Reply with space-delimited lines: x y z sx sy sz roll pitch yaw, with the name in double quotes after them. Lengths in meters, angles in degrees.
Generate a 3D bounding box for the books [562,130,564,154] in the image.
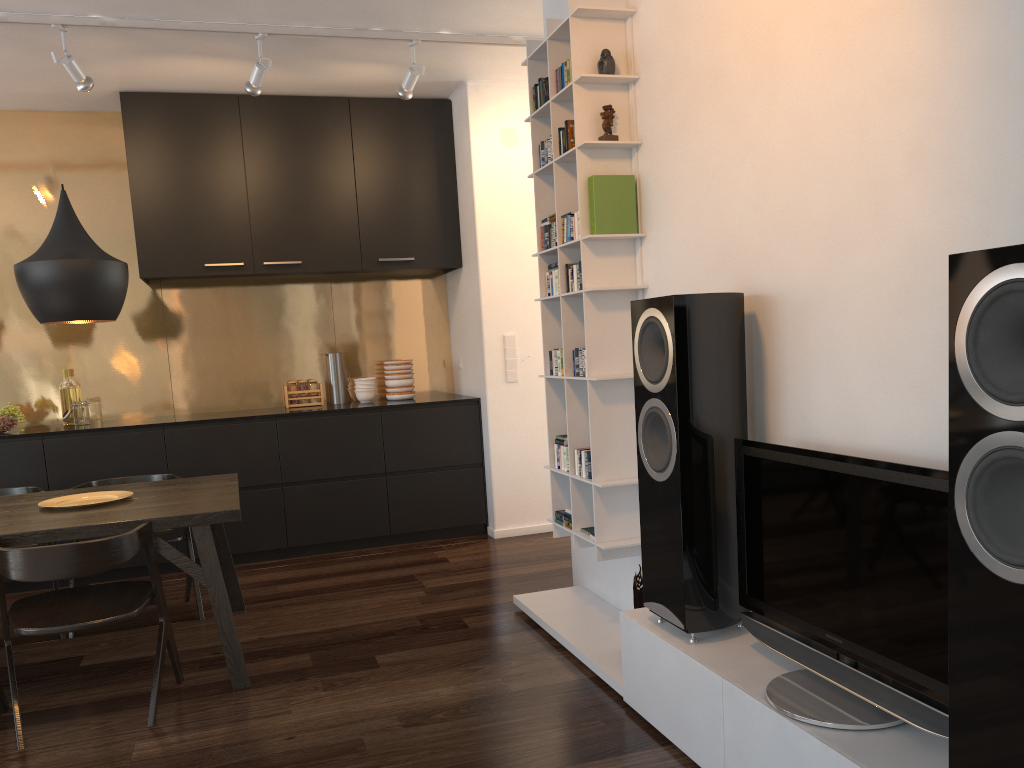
0.226 -0.918 3.366 0.069 0.093 0.013 -5 7 -17 "books"

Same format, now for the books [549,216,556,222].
0.199 -0.664 3.536 0.069 0.018 0.107 -4 3 -17 "books"

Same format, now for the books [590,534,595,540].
0.356 0.601 3.467 0.069 0.014 0.092 -4 3 -17 "books"

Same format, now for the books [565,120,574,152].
0.238 -0.930 3.326 0.074 0.116 0.028 -5 7 -17 "books"

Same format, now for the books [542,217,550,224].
0.167 -0.677 3.655 0.069 0.014 0.092 -4 3 -12 "books"

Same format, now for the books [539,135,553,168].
0.190 -0.936 3.565 0.108 0.113 0.221 -5 4 -17 "books"

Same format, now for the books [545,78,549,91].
0.173 -1.153 3.460 0.069 0.099 0.057 -5 6 -17 "books"

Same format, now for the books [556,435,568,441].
0.250 0.226 3.760 0.093 0.012 0.111 -4 3 -17 "books"

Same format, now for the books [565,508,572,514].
0.271 0.529 3.676 0.069 0.014 0.092 -4 3 -17 "books"

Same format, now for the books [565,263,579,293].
0.251 -0.416 3.495 0.074 0.116 0.028 -5 7 -17 "books"

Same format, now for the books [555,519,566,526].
0.236 0.591 3.800 0.074 0.015 0.098 -4 3 -17 "books"

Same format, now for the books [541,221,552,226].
0.170 -0.663 3.662 0.069 0.014 0.092 -4 3 -17 "books"

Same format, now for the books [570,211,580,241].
0.291 -0.601 3.338 0.122 0.113 0.136 -5 5 -17 "books"

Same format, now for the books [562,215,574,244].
0.249 -0.600 3.439 0.096 0.108 0.087 -5 5 -17 "books"

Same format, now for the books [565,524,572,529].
0.274 0.595 3.691 0.069 0.016 0.107 -4 3 -17 "books"

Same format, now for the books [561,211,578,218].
0.241 -0.656 3.425 0.069 0.008 0.107 -4 3 -17 "books"

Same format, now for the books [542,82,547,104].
0.158 -1.152 3.508 0.069 0.094 0.028 -5 7 -17 "books"

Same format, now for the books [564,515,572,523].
0.267 0.562 3.686 0.069 0.023 0.107 -4 3 -17 "books"

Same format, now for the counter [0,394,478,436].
-2.714 0.260 5.238 5.050 0.002 0.728 -4 3 -17 "counter"

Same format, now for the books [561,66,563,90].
0.219 -1.151 3.359 0.069 0.108 0.012 -5 7 -17 "books"

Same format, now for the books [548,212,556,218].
0.207 -0.679 3.536 0.093 0.015 0.111 -4 3 -17 "books"

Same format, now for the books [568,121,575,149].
0.247 -0.925 3.305 0.069 0.108 0.016 -5 7 -17 "books"

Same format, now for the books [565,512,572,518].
0.271 0.543 3.677 0.069 0.014 0.092 -4 3 -17 "books"

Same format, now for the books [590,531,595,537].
0.353 0.587 3.460 0.069 0.014 0.092 -4 3 -12 "books"

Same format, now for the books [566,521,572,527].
0.273 0.580 3.682 0.069 0.014 0.092 -4 3 -17 "books"

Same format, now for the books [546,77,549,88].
0.176 -1.153 3.452 0.069 0.099 0.057 -5 6 -17 "books"

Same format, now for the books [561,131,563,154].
0.222 -0.919 3.380 0.069 0.093 0.013 -5 7 -17 "books"

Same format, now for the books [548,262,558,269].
0.213 -0.492 3.679 0.096 0.022 0.111 -4 3 -17 "books"

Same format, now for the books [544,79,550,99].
0.171 -1.153 3.469 0.069 0.099 0.057 -5 6 -17 "books"

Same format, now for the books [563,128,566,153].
0.230 -0.919 3.350 0.069 0.094 0.020 -5 7 -17 "books"

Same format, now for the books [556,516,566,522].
0.236 0.576 3.799 0.069 0.014 0.092 -4 3 -17 "books"

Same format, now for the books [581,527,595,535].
0.342 0.595 3.582 0.093 0.012 0.111 -4 3 -17 "books"

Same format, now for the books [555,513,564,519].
0.234 0.563 3.798 0.069 0.015 0.092 -4 3 -17 "books"

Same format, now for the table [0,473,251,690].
-2.336 0.875 3.452 2.495 0.684 1.101 -4 4 -17 "table"

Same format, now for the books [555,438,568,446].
0.234 0.245 3.759 0.069 0.023 0.107 -4 3 -17 "books"

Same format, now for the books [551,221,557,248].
0.217 -0.604 3.550 0.096 0.108 0.113 -5 5 -17 "books"

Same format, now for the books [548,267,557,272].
0.211 -0.476 3.678 0.093 0.012 0.111 -4 3 -17 "books"

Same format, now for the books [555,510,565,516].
0.236 0.553 3.793 0.069 0.009 0.107 -4 3 -17 "books"

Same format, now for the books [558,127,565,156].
0.213 -0.927 3.395 0.069 0.108 0.023 -5 7 -17 "books"
